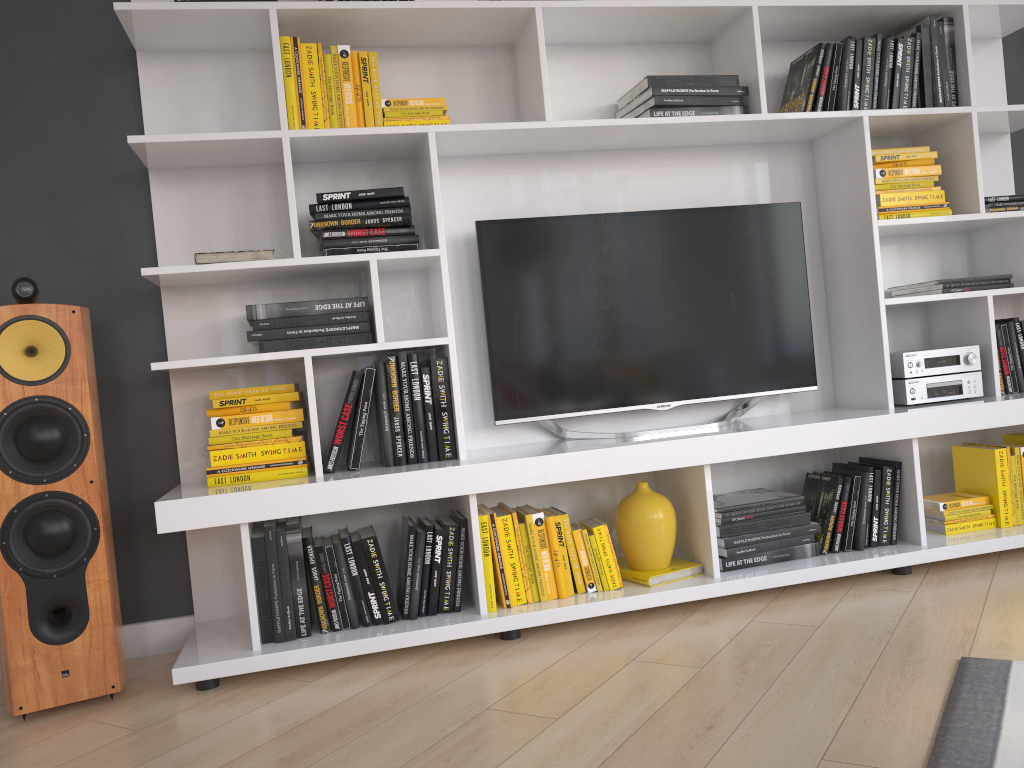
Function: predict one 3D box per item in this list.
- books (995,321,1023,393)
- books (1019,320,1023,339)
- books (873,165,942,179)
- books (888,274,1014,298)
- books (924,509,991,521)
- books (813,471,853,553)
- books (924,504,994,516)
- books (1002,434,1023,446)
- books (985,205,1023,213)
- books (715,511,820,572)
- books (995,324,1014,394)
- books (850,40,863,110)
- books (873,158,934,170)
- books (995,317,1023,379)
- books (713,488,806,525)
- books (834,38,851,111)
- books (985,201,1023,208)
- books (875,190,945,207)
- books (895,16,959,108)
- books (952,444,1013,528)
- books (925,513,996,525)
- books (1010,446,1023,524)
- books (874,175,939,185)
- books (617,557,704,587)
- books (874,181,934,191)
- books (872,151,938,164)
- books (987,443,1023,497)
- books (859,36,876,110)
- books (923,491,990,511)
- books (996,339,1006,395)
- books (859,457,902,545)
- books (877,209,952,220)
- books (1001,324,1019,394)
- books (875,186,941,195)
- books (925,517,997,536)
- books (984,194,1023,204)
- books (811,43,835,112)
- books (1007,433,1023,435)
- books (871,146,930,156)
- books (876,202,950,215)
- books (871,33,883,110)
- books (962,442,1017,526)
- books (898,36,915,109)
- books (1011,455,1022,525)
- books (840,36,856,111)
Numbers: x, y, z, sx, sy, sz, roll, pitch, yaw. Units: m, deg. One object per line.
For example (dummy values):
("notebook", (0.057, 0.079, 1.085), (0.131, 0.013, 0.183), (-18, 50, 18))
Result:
("books", (1.671, -0.089, 3.046), (0.050, 0.242, 0.169), (-6, 1, -13))
("books", (1.728, -0.095, 3.062), (0.066, 0.242, 0.177), (-6, 1, -13))
("books", (1.300, -0.703, 3.024), (0.239, 0.033, 0.176), (-6, 1, -9))
("books", (1.503, -0.329, 3.048), (0.310, 0.047, 0.250), (-6, 1, -17))
("books", (1.457, 0.423, 2.909), (0.169, 0.018, 0.113), (-6, 1, -11))
("books", (1.004, 0.406, 2.836), (0.096, 0.234, 0.187), (-6, 1, -12))
("books", (1.458, 0.407, 2.925), (0.187, 0.014, 0.134), (-6, 1, -13))
("books", (1.764, 0.309, 3.008), (0.029, 0.270, 0.204), (-6, 1, -13))
("books", (1.676, -0.586, 3.041), (0.213, 0.023, 0.161), (-6, 1, -9))
("books", (0.749, 0.478, 2.804), (0.343, 0.137, 0.277), (-6, 1, -17))
("books", (1.623, -0.082, 3.050), (0.053, 0.240, 0.189), (-6, 1, -12))
("books", (1.091, -0.987, 2.938), (0.068, 0.243, 0.179), (-6, 1, -14))
("books", (1.291, -0.731, 3.024), (0.227, 0.022, 0.160), (-5, 1, 3))
("books", (1.696, -0.097, 3.063), (0.066, 0.255, 0.193), (-6, 1, -13))
("books", (0.729, 0.386, 2.823), (0.310, 0.047, 0.250), (-6, 1, -17))
("books", (1.047, -0.982, 2.908), (0.069, 0.242, 0.172), (-6, 1, -12))
("books", (1.672, -0.605, 3.043), (0.198, 0.015, 0.142), (-6, 1, -14))
("books", (1.301, -0.611, 3.014), (0.243, 0.042, 0.189), (-6, 1, -13))
("books", (1.384, -1.052, 3.035), (0.128, 0.321, 0.259), (-6, 1, -13))
("books", (1.566, 0.336, 2.958), (0.044, 0.255, 0.198), (-6, 1, -13))
("books", (1.459, 0.437, 2.929), (0.196, 0.011, 0.148), (-6, 1, -12))
("books", (1.634, 0.332, 2.973), (0.019, 0.251, 0.180), (-6, 1, -13))
("books", (1.292, -0.677, 3.024), (0.239, 0.019, 0.171), (-6, 1, -13))
("books", (0.420, 0.565, 2.715), (0.204, 0.029, 0.270), (-6, 1, -27))
("books", (1.286, -0.656, 3.005), (0.217, 0.023, 0.145), (-6, 1, -8))
("books", (1.297, -0.755, 3.022), (0.223, 0.023, 0.163), (-6, 1, -8))
("books", (1.661, 0.329, 2.977), (0.035, 0.250, 0.185), (-6, 1, -13))
("books", (1.126, -0.995, 2.950), (0.084, 0.249, 0.191), (-6, 1, -13))
("books", (1.450, 0.388, 2.936), (0.186, 0.026, 0.138), (-6, 1, -13))
("books", (1.590, -0.094, 3.046), (0.053, 0.268, 0.202), (-6, 1, -13))
("books", (1.184, 0.374, 2.875), (0.066, 0.260, 0.197), (-6, 1, -13))
("books", (1.311, -0.553, 3.003), (0.257, 0.028, 0.194), (-6, 1, -8))
("books", (1.648, -0.083, 3.048), (0.049, 0.236, 0.170), (-6, 1, -12))
("books", (1.292, -0.639, 3.027), (0.251, 0.014, 0.189), (-6, 1, -9))
("books", (1.462, 0.459, 2.926), (0.190, 0.033, 0.147), (-6, 1, -13))
("books", (1.670, -0.624, 3.058), (0.213, 0.023, 0.161), (-6, 1, -9))
("books", (0.978, -0.971, 2.919), (0.096, 0.234, 0.187), (-6, 1, -12))
("books", (1.788, 0.307, 3.022), (0.025, 0.270, 0.213), (-6, 1, -13))
("books", (1.281, -0.777, 3.042), (0.223, 0.023, 0.163), (-6, 1, -8))
("books", (1.304, -0.578, 3.010), (0.257, 0.024, 0.203), (-6, 1, -10))
("books", (1.158, -1.003, 2.959), (0.066, 0.260, 0.197), (-6, 1, -13))
("books", (1.595, 0.331, 2.967), (0.015, 0.263, 0.199), (-6, 1, -13))
("books", (1.265, -1.009, 2.979), (0.084, 0.249, 0.191), (-6, 1, -13))
("books", (1.619, 0.346, 2.950), (0.024, 0.229, 0.156), (-6, 1, -13))
("books", (1.063, -0.991, 2.938), (0.075, 0.254, 0.192), (-6, 1, -13))
